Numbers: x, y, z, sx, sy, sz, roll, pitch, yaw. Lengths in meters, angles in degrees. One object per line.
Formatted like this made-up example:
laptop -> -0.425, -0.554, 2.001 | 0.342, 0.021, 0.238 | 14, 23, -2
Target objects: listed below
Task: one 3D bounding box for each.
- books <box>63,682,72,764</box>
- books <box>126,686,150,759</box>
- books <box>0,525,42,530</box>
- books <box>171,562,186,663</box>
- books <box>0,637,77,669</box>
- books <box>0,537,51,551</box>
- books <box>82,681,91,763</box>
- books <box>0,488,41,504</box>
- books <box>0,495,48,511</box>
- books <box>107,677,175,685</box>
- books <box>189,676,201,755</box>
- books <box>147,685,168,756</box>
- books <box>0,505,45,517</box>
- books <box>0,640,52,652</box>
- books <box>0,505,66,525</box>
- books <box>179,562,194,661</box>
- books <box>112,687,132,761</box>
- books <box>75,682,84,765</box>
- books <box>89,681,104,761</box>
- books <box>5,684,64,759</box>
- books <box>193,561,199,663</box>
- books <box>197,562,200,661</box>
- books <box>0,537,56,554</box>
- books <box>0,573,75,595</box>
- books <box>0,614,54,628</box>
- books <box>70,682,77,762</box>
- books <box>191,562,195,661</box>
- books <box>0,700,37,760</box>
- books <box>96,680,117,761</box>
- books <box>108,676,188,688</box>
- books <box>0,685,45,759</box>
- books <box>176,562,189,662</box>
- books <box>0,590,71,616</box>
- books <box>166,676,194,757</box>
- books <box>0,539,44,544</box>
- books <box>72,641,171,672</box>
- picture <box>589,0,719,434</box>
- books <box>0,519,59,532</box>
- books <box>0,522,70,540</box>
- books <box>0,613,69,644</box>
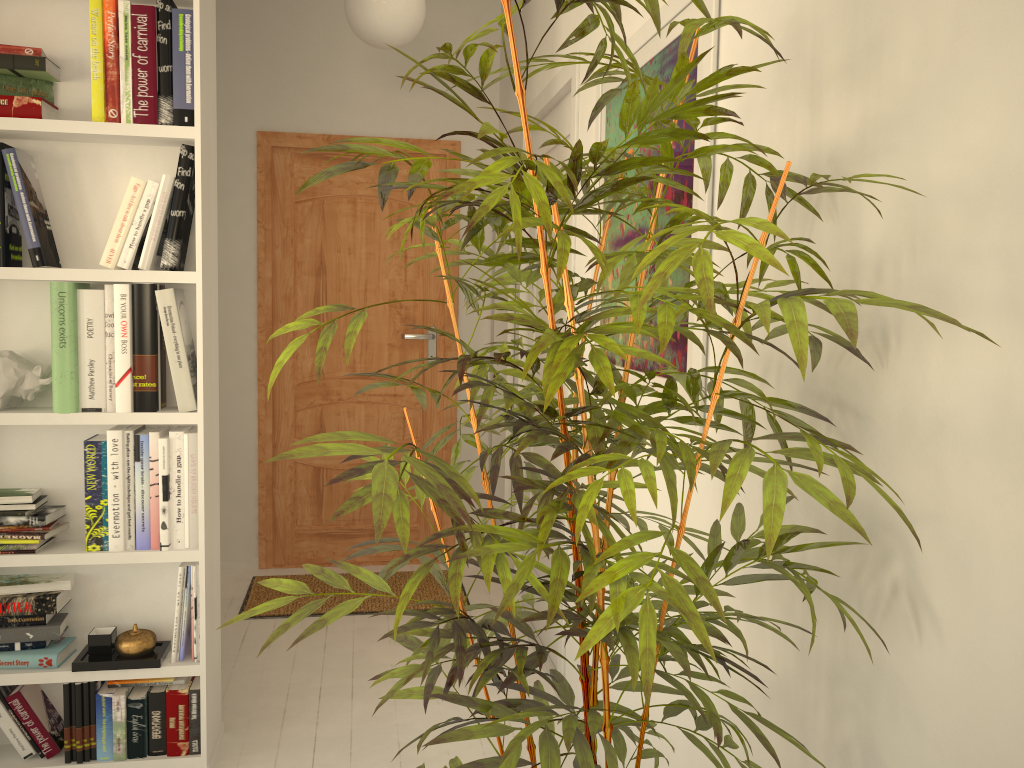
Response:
books -> -1.156, 0.860, 2.366 | 0.015, 0.214, 0.202 | 0, 5, -10
books -> -0.994, 0.885, 2.405 | 0.048, 0.163, 0.209 | 0, 5, -10
books -> -1.329, 0.356, 2.278 | 0.238, 0.012, 0.120 | 0, 5, -15
books -> -0.888, 0.591, 2.406 | 0.034, 0.257, 0.209 | 0, 5, -10
books -> -1.314, 0.697, 2.344 | 0.297, 0.038, 0.204 | 1, 5, -5
books -> -1.330, 0.401, 2.284 | 0.246, 0.014, 0.173 | 0, 5, -11
books -> -1.111, 0.860, 2.375 | 0.015, 0.214, 0.202 | 0, 5, -10
books -> -1.309, 0.287, 2.277 | 0.166, 0.019, 0.127 | 0, 5, -17
books -> -1.324, 0.303, 2.297 | 0.212, 0.017, 0.165 | 0, 5, -12
books -> -0.982, 0.776, 2.373 | 0.165, 0.006, 0.103 | 0, 5, -10
books -> -0.852, 0.878, 2.442 | 0.032, 0.176, 0.230 | 0, 5, -10
books -> -0.948, 0.881, 2.427 | 0.050, 0.170, 0.221 | 0, 5, -10
books -> -1.336, 0.317, 2.288 | 0.221, 0.010, 0.169 | 0, 5, -7
books -> -1.338, 0.663, 2.337 | 0.241, 0.024, 0.168 | 0, 5, -15
books -> -1.295, 0.335, 2.303 | 0.235, 0.025, 0.163 | 1, 5, -3
books -> -0.864, 0.595, 2.376 | 0.033, 0.258, 0.130 | 0, 5, -10
books -> -1.033, 0.879, 2.398 | 0.032, 0.176, 0.222 | 0, 5, -10
books -> -1.125, 0.860, 2.365 | 0.015, 0.214, 0.202 | 0, 5, -10
books -> -1.097, 0.859, 2.383 | 0.015, 0.214, 0.202 | 0, 5, -10
books -> -1.246, 0.874, 2.350 | 0.131, 0.188, 0.136 | 0, 5, -10
books -> -0.841, 0.592, 2.396 | 0.007, 0.257, 0.181 | 0, 5, -10
books -> -0.830, 0.593, 2.389 | 0.011, 0.256, 0.139 | 0, 5, -10
books -> -1.325, 0.412, 2.288 | 0.247, 0.009, 0.170 | 0, 5, -7
books -> -1.311, 0.516, 2.330 | 0.297, 0.024, 0.162 | -1, 5, -19
books -> -1.331, 0.597, 2.316 | 0.247, 0.039, 0.143 | 0, 5, -13
books -> -1.142, 0.859, 2.375 | 0.015, 0.214, 0.202 | 0, 5, -10
books -> -0.850, 0.591, 2.407 | 0.008, 0.256, 0.185 | 0, 5, -10
books -> -1.307, 0.867, 2.339 | 0.135, 0.200, 0.134 | 0, 5, -10
books -> -1.070, 0.877, 2.397 | 0.044, 0.179, 0.224 | 0, 5, -10
books -> -0.973, 0.783, 2.394 | 0.193, 0.011, 0.130 | 0, 5, -10
books -> -1.276, 0.871, 2.337 | 0.118, 0.192, 0.118 | 0, 5, -10
books -> -0.879, 0.592, 2.409 | 0.030, 0.256, 0.198 | 0, 5, -10
books -> -1.313, 0.554, 2.318 | 0.285, 0.047, 0.185 | 0, 5, -10
books -> -0.892, 0.878, 2.416 | 0.056, 0.180, 0.202 | 0, 5, -10
books -> -1.320, 0.388, 2.293 | 0.248, 0.009, 0.171 | 0, 5, -7
books -> -1.021, 0.713, 2.328 | 0.214, 0.023, 0.130 | 0, 5, -10
picture -> 0.296, -0.379, 2.044 | 0.012, 0.876, 0.822 | 0, 5, -10
books -> -1.317, 0.364, 2.299 | 0.250, 0.008, 0.135 | 0, 5, -13
books -> -1.300, 0.374, 2.322 | 0.255, 0.014, 0.197 | 1, 5, 0
books -> -1.326, 0.633, 2.320 | 0.297, 0.039, 0.165 | 0, 5, -15
